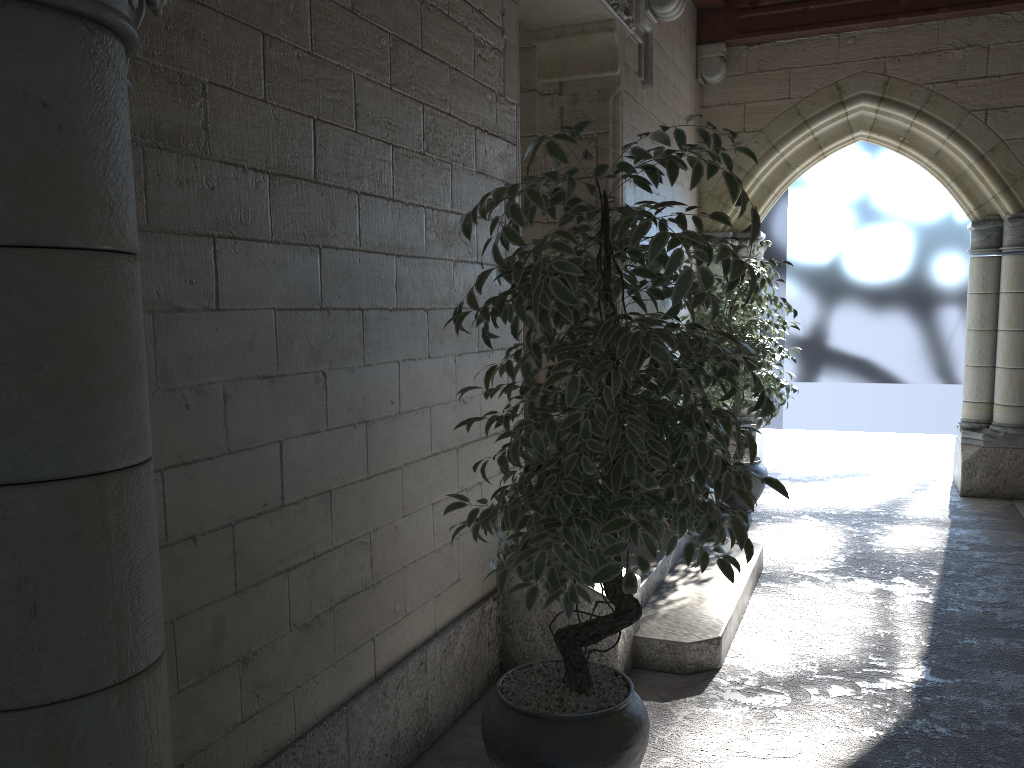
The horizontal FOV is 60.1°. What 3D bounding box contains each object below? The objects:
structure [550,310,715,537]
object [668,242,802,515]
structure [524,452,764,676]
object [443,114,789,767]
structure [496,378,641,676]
[{"bbox_3d":[0.536,0.221,4.440,0.887,1.268,0.471,2,7,22],"label":"structure"},{"bbox_3d":[1.296,-0.036,5.235,0.786,1.627,0.747,1,7,18],"label":"object"},{"bbox_3d":[-0.250,0.497,4.024,2.572,0.814,1.454,1,6,22],"label":"structure"},{"bbox_3d":[0.227,0.238,2.083,0.749,1.627,0.784,-6,8,-36],"label":"object"},{"bbox_3d":[0.007,0.335,3.144,0.887,1.268,0.474,2,7,22],"label":"structure"}]
